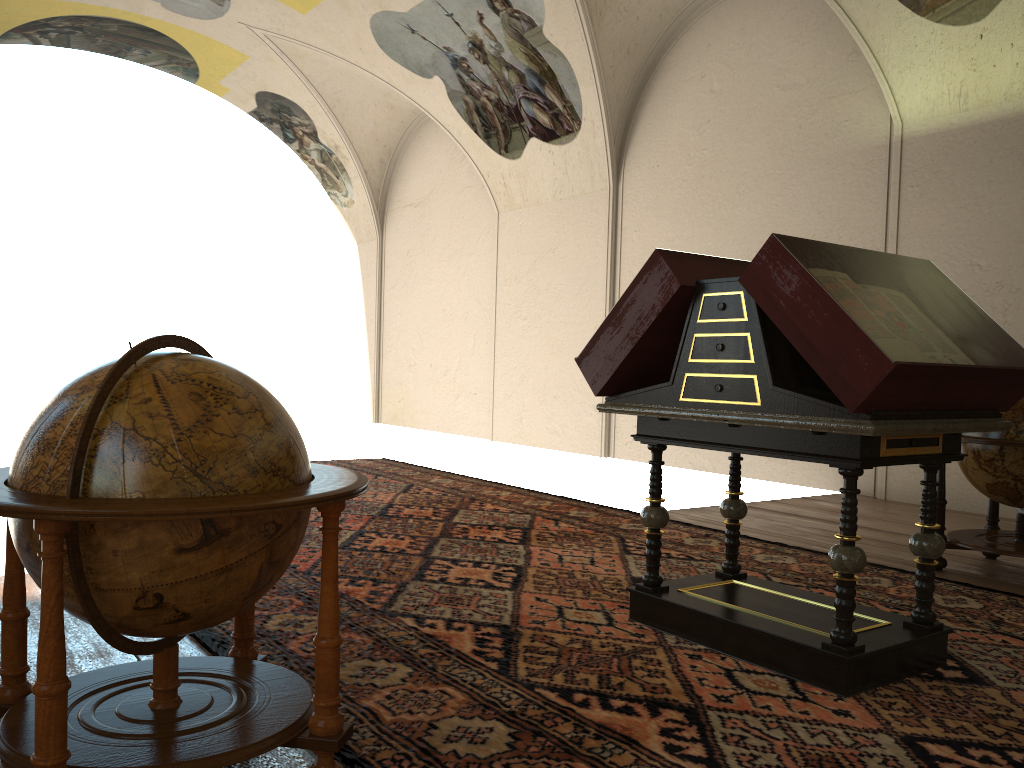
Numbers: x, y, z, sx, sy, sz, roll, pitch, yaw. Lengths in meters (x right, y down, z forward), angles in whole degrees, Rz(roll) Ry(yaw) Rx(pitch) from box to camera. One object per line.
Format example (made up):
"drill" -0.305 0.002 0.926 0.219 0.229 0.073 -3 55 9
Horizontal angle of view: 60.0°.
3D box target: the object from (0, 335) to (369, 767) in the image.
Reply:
"object" -1.120 0.565 2.881 1.279 1.450 1.278 2 2 2

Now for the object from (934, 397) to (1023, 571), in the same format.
"object" 3.632 0.639 6.279 1.278 1.450 1.278 2 2 17

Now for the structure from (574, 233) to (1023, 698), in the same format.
"structure" 1.382 0.344 4.451 1.245 1.982 1.890 0 2 -36
